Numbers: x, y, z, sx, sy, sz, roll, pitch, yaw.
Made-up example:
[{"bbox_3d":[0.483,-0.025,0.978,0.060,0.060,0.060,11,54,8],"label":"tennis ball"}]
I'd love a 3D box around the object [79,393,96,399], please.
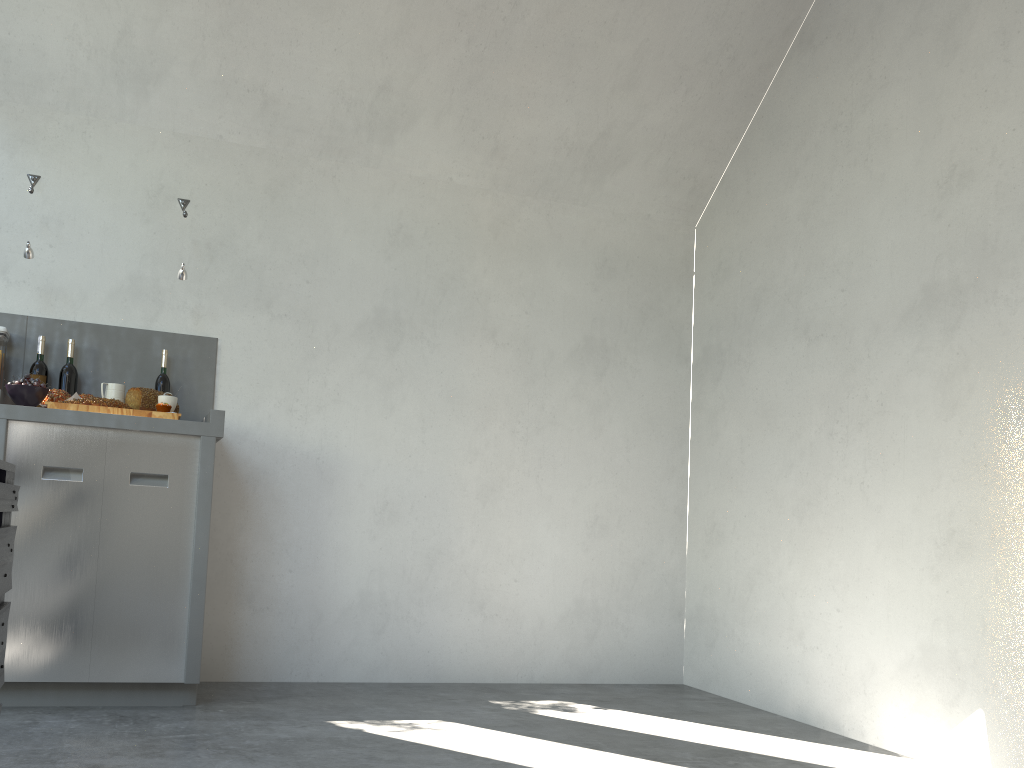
[{"bbox_3d":[-1.649,0.075,3.387,0.124,0.076,0.114,0,-9,23],"label":"object"}]

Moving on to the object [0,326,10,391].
[{"bbox_3d":[-2.078,-0.048,3.466,0.123,0.351,0.134,5,-5,-21],"label":"object"}]

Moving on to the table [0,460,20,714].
[{"bbox_3d":[-1.438,0.374,0.804,1.547,0.790,1.575,6,-9,-20],"label":"table"}]

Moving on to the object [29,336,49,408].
[{"bbox_3d":[-1.908,-0.023,3.526,0.070,0.342,0.076,5,-5,-27],"label":"object"}]

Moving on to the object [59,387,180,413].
[{"bbox_3d":[-1.490,0.055,3.326,0.134,0.111,0.430,-3,-11,39],"label":"object"}]

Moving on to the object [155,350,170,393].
[{"bbox_3d":[-1.466,0.027,3.666,0.060,0.342,0.064,4,-5,-17],"label":"object"}]

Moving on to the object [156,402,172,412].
[{"bbox_3d":[-1.310,0.092,3.288,0.056,0.046,0.063,9,-9,-35],"label":"object"}]

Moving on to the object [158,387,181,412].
[{"bbox_3d":[-1.320,0.064,3.352,0.076,0.120,0.070,0,-6,25],"label":"object"}]

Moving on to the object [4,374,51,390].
[{"bbox_3d":[-1.740,0.002,3.143,0.151,0.094,0.150,9,-10,-34],"label":"object"}]

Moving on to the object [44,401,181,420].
[{"bbox_3d":[-1.500,0.120,3.305,0.454,0.028,0.321,7,-10,-19],"label":"object"}]

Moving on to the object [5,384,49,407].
[{"bbox_3d":[-1.742,0.052,3.139,0.154,0.078,0.141,-1,-9,27],"label":"object"}]

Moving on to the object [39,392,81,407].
[{"bbox_3d":[-1.678,0.067,3.316,0.196,0.058,0.203,3,-9,0],"label":"object"}]

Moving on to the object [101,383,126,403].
[{"bbox_3d":[-1.551,0.060,3.411,0.082,0.118,0.090,3,-6,1],"label":"object"}]

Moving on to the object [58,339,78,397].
[{"bbox_3d":[-1.805,-0.011,3.559,0.070,0.342,0.075,4,-5,-17],"label":"object"}]

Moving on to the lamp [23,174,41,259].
[{"bbox_3d":[-1.901,-0.673,3.472,0.056,0.432,0.359,6,-7,-32],"label":"lamp"}]

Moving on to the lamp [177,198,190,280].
[{"bbox_3d":[-1.369,-0.613,3.635,0.058,0.433,0.347,5,-6,-23],"label":"lamp"}]

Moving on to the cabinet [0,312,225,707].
[{"bbox_3d":[-2.503,0.345,3.075,2.757,1.466,0.592,6,-6,-18],"label":"cabinet"}]

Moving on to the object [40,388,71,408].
[{"bbox_3d":[-1.712,0.056,3.295,0.124,0.076,0.114,0,-9,23],"label":"object"}]
